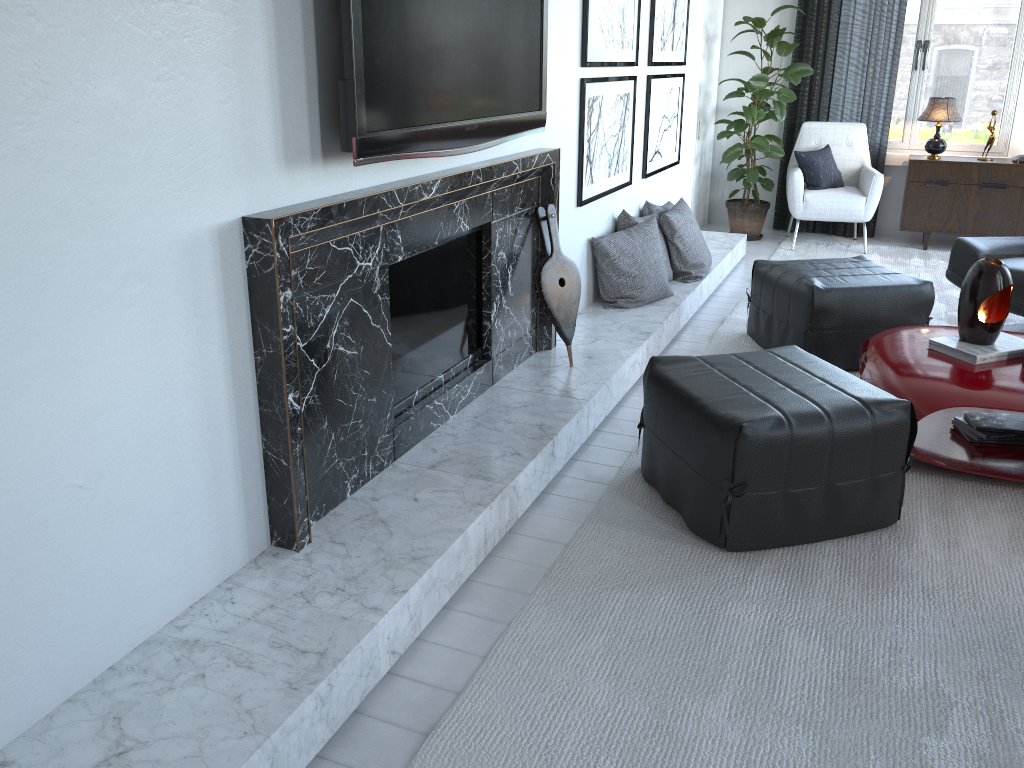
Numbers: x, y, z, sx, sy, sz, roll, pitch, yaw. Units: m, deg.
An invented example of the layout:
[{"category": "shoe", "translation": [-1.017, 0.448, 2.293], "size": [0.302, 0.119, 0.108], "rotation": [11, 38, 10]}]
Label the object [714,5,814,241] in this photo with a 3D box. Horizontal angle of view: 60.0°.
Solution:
[{"category": "object", "translation": [1.703, -1.780, 6.141], "size": [0.640, 1.570, 0.946], "rotation": [-7, 20, -20]}]

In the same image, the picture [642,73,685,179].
[{"category": "picture", "translation": [0.851, -1.452, 4.933], "size": [0.020, 0.516, 0.799], "rotation": [8, 21, 22]}]

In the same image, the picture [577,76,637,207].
[{"category": "picture", "translation": [0.440, -1.122, 4.023], "size": [0.020, 0.516, 0.799], "rotation": [8, 21, 22]}]

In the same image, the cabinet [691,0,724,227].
[{"category": "cabinet", "translation": [1.247, -1.986, 6.272], "size": [0.192, 1.873, 1.184], "rotation": [8, 20, 22]}]

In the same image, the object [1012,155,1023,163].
[{"category": "object", "translation": [3.476, -1.517, 5.717], "size": [0.407, 0.178, 0.182], "rotation": [9, 21, 22]}]

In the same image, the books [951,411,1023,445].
[{"category": "books", "translation": [1.669, 0.149, 3.030], "size": [0.272, 0.053, 0.207], "rotation": [0, 20, -1]}]

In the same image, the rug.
[{"category": "rug", "translation": [1.828, 0.366, 2.527], "size": [2.960, 0.031, 7.849], "rotation": [9, 22, 21]}]

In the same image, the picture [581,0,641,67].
[{"category": "picture", "translation": [0.446, -1.652, 3.847], "size": [0.020, 0.516, 0.799], "rotation": [8, 21, 22]}]

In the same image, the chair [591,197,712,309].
[{"category": "chair", "translation": [0.776, -0.706, 4.506], "size": [0.391, 0.426, 1.350], "rotation": [8, 21, 22]}]

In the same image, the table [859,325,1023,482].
[{"category": "table", "translation": [1.657, 0.044, 2.981], "size": [0.943, 0.297, 0.949], "rotation": [8, 21, 21]}]

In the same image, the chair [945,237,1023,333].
[{"category": "chair", "translation": [2.589, -0.596, 4.005], "size": [0.807, 0.801, 0.848], "rotation": [-10, 22, -27]}]

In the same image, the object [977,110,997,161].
[{"category": "object", "translation": [3.148, -1.640, 5.844], "size": [0.097, 0.321, 0.097], "rotation": [8, 20, 21]}]

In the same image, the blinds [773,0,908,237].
[{"category": "blinds", "translation": [3.446, -2.489, 5.658], "size": [3.218, 3.239, 0.190], "rotation": [8, 20, 22]}]

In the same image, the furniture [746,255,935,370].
[{"category": "furniture", "translation": [1.419, -0.329, 3.905], "size": [0.599, 0.373, 0.621], "rotation": [-4, 20, -12]}]

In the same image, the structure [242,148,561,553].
[{"category": "structure", "translation": [-0.394, -0.205, 2.765], "size": [0.521, 0.913, 1.704], "rotation": [8, 21, 22]}]

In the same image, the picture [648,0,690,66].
[{"category": "picture", "translation": [0.855, -1.983, 4.758], "size": [0.020, 0.516, 0.799], "rotation": [8, 21, 22]}]

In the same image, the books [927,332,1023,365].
[{"category": "books", "translation": [1.589, -0.126, 2.973], "size": [0.307, 0.030, 0.203], "rotation": [-8, 21, -21]}]

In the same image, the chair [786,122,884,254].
[{"category": "chair", "translation": [2.213, -1.376, 6.140], "size": [0.594, 0.813, 0.620], "rotation": [5, 19, 12]}]

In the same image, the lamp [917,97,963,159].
[{"category": "lamp", "translation": [2.850, -1.710, 5.924], "size": [0.282, 0.393, 0.282], "rotation": [-15, 24, -38]}]

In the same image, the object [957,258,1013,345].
[{"category": "object", "translation": [1.565, -0.276, 2.937], "size": [0.153, 0.277, 0.153], "rotation": [-9, 21, -26]}]

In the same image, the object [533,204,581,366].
[{"category": "object", "translation": [0.168, -0.363, 3.253], "size": [0.175, 0.573, 0.198], "rotation": [1, 18, 3]}]

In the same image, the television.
[{"category": "television", "translation": [-0.168, -1.008, 2.393], "size": [0.129, 0.743, 1.170], "rotation": [8, 21, 22]}]

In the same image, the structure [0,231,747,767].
[{"category": "structure", "translation": [-0.059, 0.200, 2.735], "size": [0.394, 0.133, 7.282], "rotation": [8, 22, 21]}]

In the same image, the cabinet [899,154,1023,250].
[{"category": "cabinet", "translation": [3.369, -1.174, 5.917], "size": [1.401, 0.605, 0.390], "rotation": [9, 20, 22]}]

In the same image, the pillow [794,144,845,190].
[{"category": "pillow", "translation": [2.132, -1.497, 6.133], "size": [0.358, 0.292, 0.254], "rotation": [-15, 25, -38]}]

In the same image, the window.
[{"category": "window", "translation": [2.847, -2.745, 5.999], "size": [1.270, 2.295, 0.135], "rotation": [8, 20, 22]}]

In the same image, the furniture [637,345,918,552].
[{"category": "furniture", "translation": [0.732, 0.154, 2.574], "size": [0.614, 0.373, 0.605], "rotation": [-6, 21, -17]}]
